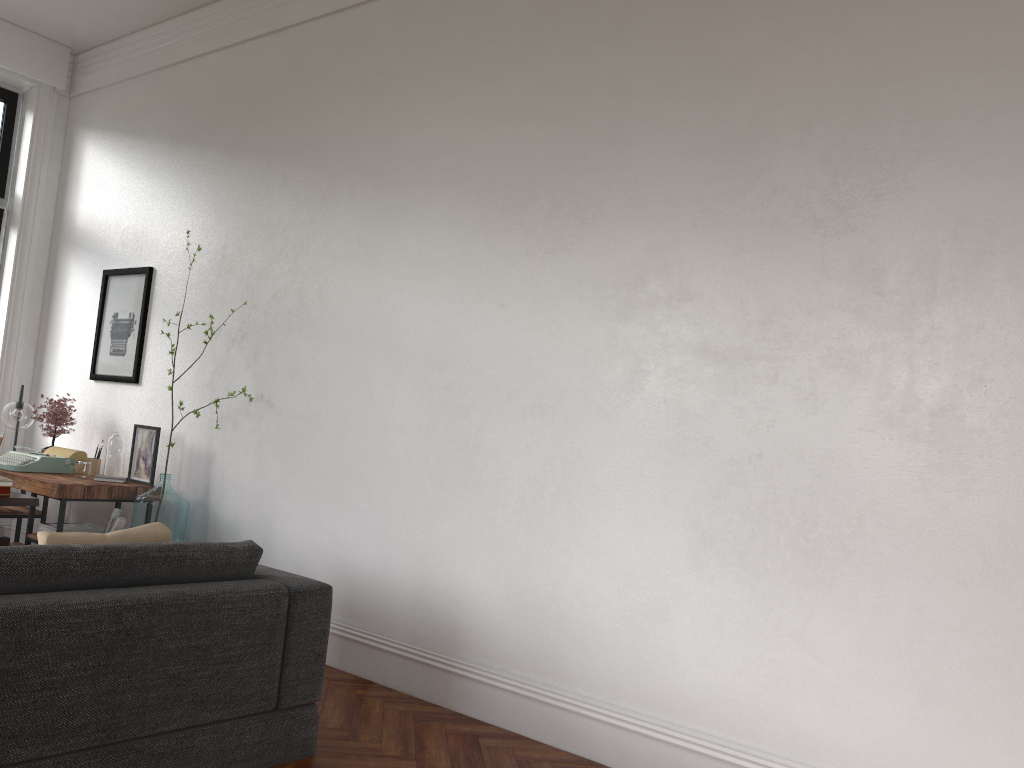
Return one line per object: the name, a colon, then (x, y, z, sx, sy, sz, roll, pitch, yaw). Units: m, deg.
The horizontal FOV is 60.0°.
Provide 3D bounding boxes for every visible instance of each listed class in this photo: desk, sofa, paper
desk: (-3.134, 0.944, 5.821, 1.797, 0.757, 0.648, 3, -4, 38)
sofa: (-1.993, 0.852, 2.723, 1.261, 0.828, 2.650, 3, -5, 38)
desk: (-3.347, 0.759, 3.611, 1.029, 0.750, 2.230, 3, -5, 38)
paper: (-2.339, 1.033, 4.975, 0.330, 0.609, 0.047, 5, -3, 18)
paper: (-2.436, 1.036, 5.154, 0.047, 0.625, 0.294, 5, -3, 31)

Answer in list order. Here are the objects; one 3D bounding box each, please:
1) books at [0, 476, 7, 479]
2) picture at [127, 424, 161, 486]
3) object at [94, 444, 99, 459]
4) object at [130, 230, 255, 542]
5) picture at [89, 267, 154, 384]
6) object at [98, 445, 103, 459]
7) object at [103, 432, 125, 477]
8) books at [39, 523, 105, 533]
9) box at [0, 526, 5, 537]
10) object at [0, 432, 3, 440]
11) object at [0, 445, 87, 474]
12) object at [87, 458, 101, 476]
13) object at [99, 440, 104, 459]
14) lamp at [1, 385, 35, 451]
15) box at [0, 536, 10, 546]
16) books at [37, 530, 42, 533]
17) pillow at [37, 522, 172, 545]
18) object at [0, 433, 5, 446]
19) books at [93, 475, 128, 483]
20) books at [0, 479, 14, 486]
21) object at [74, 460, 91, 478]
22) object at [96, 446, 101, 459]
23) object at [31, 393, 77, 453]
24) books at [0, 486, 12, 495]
books: (-2.504, 0.439, 4.210, 0.128, 0.008, 0.159, 3, -5, 39)
picture: (-2.341, 0.449, 5.637, 0.282, 0.369, 0.023, 4, -4, 38)
object: (-2.769, 0.501, 5.882, 0.008, 0.207, 0.054, 6, -3, 3)
object: (-1.844, 0.085, 5.271, 0.807, 2.056, 0.354, 5, -3, 19)
picture: (-2.780, -0.419, 6.311, 0.633, 0.815, 0.050, 4, -4, 38)
object: (-2.742, 0.502, 5.871, 0.054, 0.207, 0.008, 5, -3, 21)
object: (-2.570, 0.466, 5.733, 0.112, 0.302, 0.111, 7, -3, -15)
books: (-2.632, 0.868, 5.322, 0.225, 0.038, 0.309, 3, -5, 38)
box: (-3.719, 1.016, 6.171, 0.238, 0.066, 0.256, 3, -5, 38)
object: (-2.485, 0.327, 4.272, 0.038, 0.194, 0.008, 8, -3, -26)
object: (-3.145, 0.482, 5.823, 0.534, 0.148, 0.485, 3, -5, 37)
object: (-2.768, 0.549, 5.862, 0.075, 0.113, 0.058, 4, -4, 38)
object: (-2.741, 0.487, 5.886, 0.023, 0.239, 0.028, 4, -3, 35)
lamp: (-3.512, 0.277, 6.295, 0.208, 0.549, 0.441, 8, -4, -29)
box: (-3.724, 1.092, 6.165, 0.296, 0.082, 0.318, 3, -5, 38)
books: (-2.635, 0.902, 5.308, 0.225, 0.038, 0.309, 3, -5, 37)
pillow: (-1.469, 0.710, 3.116, 0.225, 0.460, 0.487, 4, -4, 38)
object: (-2.477, 0.328, 4.263, 0.044, 0.194, 0.008, 7, -3, -22)
books: (-2.532, 0.594, 5.557, 0.213, 0.031, 0.129, 7, -4, -15)
books: (-2.505, 0.457, 4.193, 0.164, 0.028, 0.208, 3, -5, 36)
object: (-2.741, 0.543, 5.661, 0.093, 0.101, 0.093, 4, -4, 29)
object: (-2.759, 0.503, 5.889, 0.008, 0.207, 0.054, 5, -3, 25)
object: (-3.229, 0.314, 6.247, 0.290, 0.528, 0.308, 7, -3, -7)
books: (-2.510, 0.490, 4.181, 0.159, 0.040, 0.216, 3, -5, 40)
